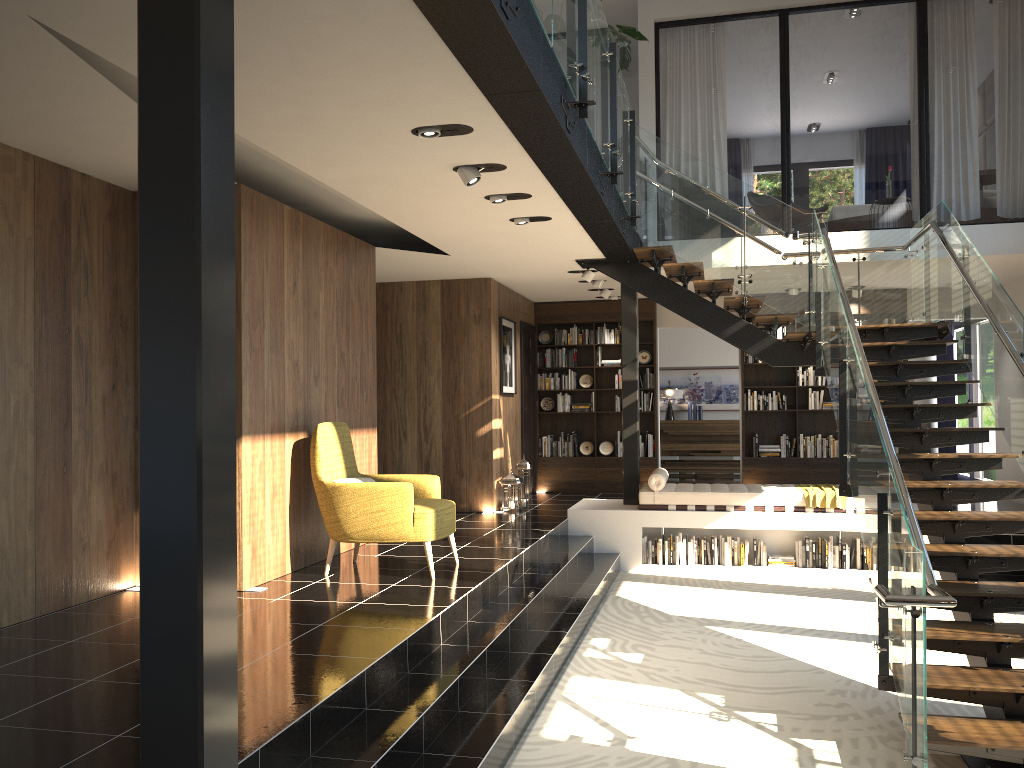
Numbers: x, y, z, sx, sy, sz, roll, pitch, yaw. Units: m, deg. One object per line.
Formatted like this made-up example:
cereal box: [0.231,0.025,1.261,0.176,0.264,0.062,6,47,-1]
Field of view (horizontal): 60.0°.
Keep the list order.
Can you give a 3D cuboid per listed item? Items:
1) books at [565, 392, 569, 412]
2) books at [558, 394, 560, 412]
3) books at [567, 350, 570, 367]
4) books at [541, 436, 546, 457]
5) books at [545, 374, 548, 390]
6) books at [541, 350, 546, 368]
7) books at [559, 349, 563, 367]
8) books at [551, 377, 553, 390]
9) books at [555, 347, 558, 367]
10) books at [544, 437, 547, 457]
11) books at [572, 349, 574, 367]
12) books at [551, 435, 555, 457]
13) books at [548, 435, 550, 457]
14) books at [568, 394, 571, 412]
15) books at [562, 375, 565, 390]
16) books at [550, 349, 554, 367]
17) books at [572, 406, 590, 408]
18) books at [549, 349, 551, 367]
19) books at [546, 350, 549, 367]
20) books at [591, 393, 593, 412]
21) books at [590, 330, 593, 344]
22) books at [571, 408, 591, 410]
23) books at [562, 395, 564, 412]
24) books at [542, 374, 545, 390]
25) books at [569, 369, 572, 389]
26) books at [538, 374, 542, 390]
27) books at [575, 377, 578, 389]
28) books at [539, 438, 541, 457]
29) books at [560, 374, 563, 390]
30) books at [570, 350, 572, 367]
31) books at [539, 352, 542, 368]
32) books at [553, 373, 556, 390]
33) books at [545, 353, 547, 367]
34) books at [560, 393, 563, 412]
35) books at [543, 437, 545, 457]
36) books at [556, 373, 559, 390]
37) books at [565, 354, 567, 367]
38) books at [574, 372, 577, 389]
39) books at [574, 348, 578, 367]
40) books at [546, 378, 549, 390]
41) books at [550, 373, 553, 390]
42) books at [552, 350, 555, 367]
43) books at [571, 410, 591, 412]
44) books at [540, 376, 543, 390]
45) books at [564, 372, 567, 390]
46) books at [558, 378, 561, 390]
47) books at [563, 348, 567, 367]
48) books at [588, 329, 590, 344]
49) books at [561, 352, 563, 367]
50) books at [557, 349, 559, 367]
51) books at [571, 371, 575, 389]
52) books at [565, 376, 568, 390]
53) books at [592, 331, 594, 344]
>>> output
books: [0.782,0.258,12.563,0.032,0.279,0.133,-1,-1,13]
books: [0.676,0.270,12.564,0.026,0.257,0.192,-1,-1,13]
books: [0.808,-0.355,12.582,0.028,0.240,0.148,-1,-1,13]
books: [0.453,0.890,12.669,0.032,0.288,0.180,-1,-1,13]
books: [0.492,-0.030,12.669,0.018,0.232,0.123,-1,-1,13]
books: [0.459,-0.356,12.667,0.066,0.255,0.127,-1,-1,13]
books: [0.699,-0.360,12.601,0.032,0.255,0.160,-1,-1,13]
books: [0.584,-0.007,12.613,0.035,0.180,0.165,-1,-1,13]
books: [0.638,-0.376,12.610,0.015,0.287,0.154,-1,-1,13]
books: [0.493,0.892,12.645,0.030,0.282,0.170,-1,-1,13]
books: [0.870,-0.367,12.565,0.025,0.263,0.147,-1,-1,13]
books: [0.585,0.879,12.619,0.020,0.304,0.189,-1,-1,13]
books: [0.544,0.878,12.600,0.015,0.306,0.222,-1,-1,13]
books: [0.816,0.271,12.573,0.030,0.253,0.138,-1,-1,13]
books: [0.741,-0.023,12.556,0.016,0.205,0.205,-1,-1,13]
books: [0.577,-0.362,12.614,0.027,0.260,0.181,-1,-1,13]
books: [0.976,0.325,12.528,0.244,0.033,0.142,-1,-2,9]
books: [0.552,-0.365,12.615,0.022,0.267,0.198,-1,-1,13]
books: [0.526,-0.358,12.624,0.035,0.255,0.183,-1,-1,13]
books: [1.137,0.261,12.489,0.032,0.261,0.157,-1,-1,13]
books: [1.126,-0.656,12.486,0.023,0.202,0.201,-1,-1,13]
books: [0.976,0.352,12.527,0.266,0.021,0.152,-1,-2,11]
books: [0.731,0.276,12.589,0.032,0.245,0.120,-1,-1,13]
books: [0.462,-0.032,12.628,0.022,0.235,0.194,-1,-1,13]
books: [0.831,-0.063,12.552,0.018,0.284,0.198,-1,-1,13]
books: [0.401,-0.025,12.678,0.030,0.224,0.166,-1,-1,13]
books: [0.912,-0.012,12.546,0.015,0.181,0.136,-1,-1,13]
books: [0.420,0.904,12.669,0.032,0.261,0.195,-1,-1,13]
books: [0.715,-0.027,12.598,0.053,0.216,0.151,-1,-1,13]
books: [0.845,-0.357,12.566,0.024,0.242,0.144,-1,-1,13]
books: [0.411,-0.344,12.658,0.023,0.231,0.143,-1,-1,13]
books: [0.621,-0.034,12.620,0.036,0.235,0.170,-1,-1,13]
books: [0.497,-0.332,12.632,0.025,0.204,0.192,-1,-1,13]
books: [0.701,0.261,12.570,0.018,0.275,0.144,-1,-1,13]
books: [0.468,0.892,12.633,0.014,0.282,0.232,-1,-1,13]
books: [0.647,-0.037,12.593,0.026,0.237,0.164,-1,-1,13]
books: [0.775,-0.329,12.553,0.025,0.188,0.181,-1,-1,13]
books: [0.895,-0.044,12.561,0.023,0.244,0.133,-1,-1,13]
books: [0.900,-0.370,12.559,0.035,0.266,0.133,-1,-1,13]
books: [0.515,0.000,12.644,0.037,0.169,0.148,-1,-1,13]
books: [0.563,-0.033,12.647,0.019,0.236,0.139,-1,-1,13]
books: [0.605,-0.354,12.587,0.039,0.243,0.179,-1,-1,13]
books: [0.976,0.378,12.524,0.262,0.032,0.154,-1,-2,15]
books: [0.436,-0.010,12.664,0.045,0.192,0.164,-1,-1,13]
books: [0.764,-0.041,12.579,0.020,0.243,0.154,-1,-1,13]
books: [0.675,-0.002,12.599,0.026,0.167,0.173,-1,-1,13]
books: [0.749,-0.371,12.571,0.033,0.273,0.189,-1,-1,13]
books: [1.099,-0.660,12.507,0.039,0.212,0.172,-1,-1,13]
books: [0.725,-0.344,12.592,0.024,0.220,0.123,-1,-1,13]
books: [0.668,-0.365,12.581,0.019,0.264,0.175,-1,-1,13]
books: [0.869,-0.052,12.545,0.021,0.260,0.197,-1,-1,13]
books: [0.784,-0.017,12.562,0.025,0.193,0.172,-1,-1,13]
books: [1.157,-0.651,12.513,0.024,0.194,0.182,-1,-1,13]
